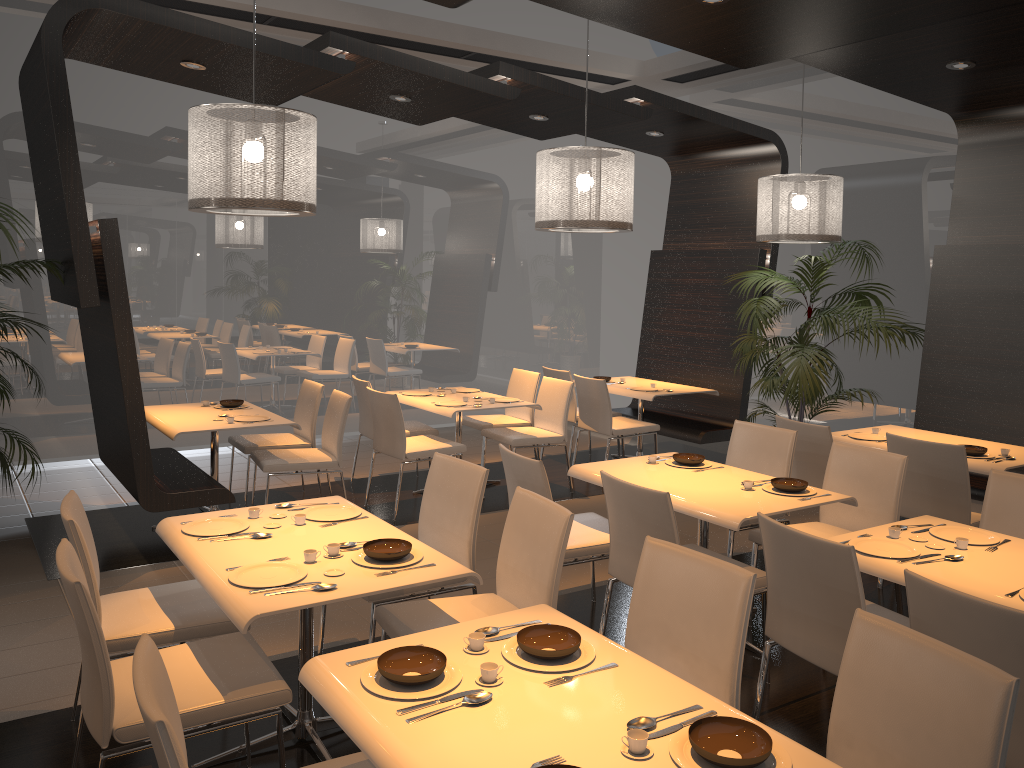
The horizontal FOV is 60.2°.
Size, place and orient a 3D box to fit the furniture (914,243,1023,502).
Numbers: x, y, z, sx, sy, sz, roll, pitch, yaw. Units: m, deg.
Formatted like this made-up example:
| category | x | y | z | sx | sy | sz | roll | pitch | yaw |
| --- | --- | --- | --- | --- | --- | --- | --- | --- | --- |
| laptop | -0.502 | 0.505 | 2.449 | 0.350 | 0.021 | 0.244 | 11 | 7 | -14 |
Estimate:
| category | x | y | z | sx | sy | sz | roll | pitch | yaw |
| --- | --- | --- | --- | --- | --- | --- | --- | --- | --- |
| furniture | 3.632 | -0.002 | 5.128 | 0.757 | 1.667 | 2.915 | -1 | 6 | -33 |

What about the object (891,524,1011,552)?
| category | x | y | z | sx | sy | sz | roll | pitch | yaw |
| --- | --- | --- | --- | --- | --- | --- | --- | --- | --- |
| object | 1.672 | 0.568 | 3.398 | 0.335 | 0.037 | 0.378 | -6 | 10 | -44 |

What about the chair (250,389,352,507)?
| category | x | y | z | sx | sy | sz | roll | pitch | yaw |
| --- | --- | --- | --- | --- | --- | --- | --- | --- | --- |
| chair | -1.404 | 0.504 | 5.931 | 0.605 | 0.866 | 0.486 | -1 | 4 | -26 |

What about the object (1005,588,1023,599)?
| category | x | y | z | sx | sy | sz | roll | pitch | yaw |
| --- | --- | --- | --- | --- | --- | --- | --- | --- | --- |
| object | 1.758 | 0.656 | 2.699 | 0.335 | 0.037 | 0.378 | -5 | 9 | -39 |

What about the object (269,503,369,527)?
| category | x | y | z | sx | sy | sz | roll | pitch | yaw |
| --- | --- | --- | --- | --- | --- | --- | --- | --- | --- |
| object | -0.791 | 0.503 | 3.550 | 0.335 | 0.037 | 0.378 | -6 | 10 | -44 |

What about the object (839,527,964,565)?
| category | x | y | z | sx | sy | sz | roll | pitch | yaw |
| --- | --- | --- | --- | --- | --- | --- | --- | --- | --- |
| object | 1.420 | 0.586 | 3.211 | 0.335 | 0.037 | 0.378 | -5 | 9 | -39 |

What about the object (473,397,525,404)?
| category | x | y | z | sx | sy | sz | roll | pitch | yaw |
| --- | --- | --- | --- | --- | --- | --- | --- | --- | --- |
| object | -0.126 | 0.109 | 6.847 | 0.335 | 0.037 | 0.378 | -6 | 10 | -44 |

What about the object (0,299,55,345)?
| category | x | y | z | sx | sy | sz | roll | pitch | yaw |
| --- | --- | --- | --- | --- | --- | --- | --- | --- | --- |
| object | -4.057 | -0.111 | 5.709 | 1.562 | 2.052 | 1.511 | 2 | 4 | 18 |

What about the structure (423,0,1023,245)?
| category | x | y | z | sx | sy | sz | roll | pitch | yaw |
| --- | --- | --- | --- | --- | --- | --- | --- | --- | --- |
| structure | -0.271 | -0.955 | 2.489 | 10.674 | 1.729 | 2.915 | -4 | 7 | -33 |

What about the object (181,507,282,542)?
| category | x | y | z | sx | sy | sz | roll | pitch | yaw |
| --- | --- | --- | --- | --- | --- | --- | --- | --- | --- |
| object | -1.048 | 0.527 | 3.319 | 0.335 | 0.037 | 0.378 | -5 | 9 | -39 |

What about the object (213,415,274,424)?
| category | x | y | z | sx | sy | sz | roll | pitch | yaw |
| --- | --- | --- | --- | --- | --- | --- | --- | --- | --- |
| object | -1.764 | 0.212 | 5.767 | 0.335 | 0.037 | 0.378 | -6 | 10 | -44 |

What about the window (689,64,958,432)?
| category | x | y | z | sx | sy | sz | roll | pitch | yaw |
| --- | --- | --- | --- | --- | --- | --- | --- | --- | --- |
| window | 3.799 | -1.195 | 7.743 | 0.070 | 3.962 | 6.612 | -1 | 6 | -33 |

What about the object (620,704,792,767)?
| category | x | y | z | sx | sy | sz | roll | pitch | yaw |
| --- | --- | --- | --- | --- | --- | --- | --- | --- | --- |
| object | 0.404 | 0.738 | 1.805 | 0.304 | 0.044 | 0.366 | -4 | 8 | -34 |

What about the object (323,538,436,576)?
| category | x | y | z | sx | sy | sz | roll | pitch | yaw |
| --- | --- | --- | --- | --- | --- | --- | --- | --- | --- |
| object | -0.464 | 0.571 | 3.021 | 0.304 | 0.044 | 0.366 | -4 | 8 | -34 |

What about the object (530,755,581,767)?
| category | x | y | z | sx | sy | sz | roll | pitch | yaw |
| --- | --- | --- | --- | --- | --- | --- | --- | --- | --- |
| object | 0.130 | 0.758 | 1.598 | 0.304 | 0.044 | 0.366 | -4 | 8 | -34 |

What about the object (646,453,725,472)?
| category | x | y | z | sx | sy | sz | roll | pitch | yaw |
| --- | --- | --- | --- | --- | --- | --- | --- | --- | --- |
| object | 0.885 | 0.398 | 4.633 | 0.304 | 0.044 | 0.366 | -4 | 8 | -34 |

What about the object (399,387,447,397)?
| category | x | y | z | sx | sy | sz | roll | pitch | yaw |
| --- | --- | --- | --- | --- | --- | --- | --- | --- | --- |
| object | -0.700 | 0.066 | 7.111 | 0.335 | 0.037 | 0.378 | -5 | 9 | -39 |

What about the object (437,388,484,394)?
| category | x | y | z | sx | sy | sz | roll | pitch | yaw |
| --- | --- | --- | --- | --- | --- | --- | --- | --- | --- |
| object | -0.452 | 0.039 | 7.369 | 0.335 | 0.037 | 0.378 | -6 | 10 | -44 |

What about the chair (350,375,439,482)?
| category | x | y | z | sx | sy | sz | roll | pitch | yaw |
| --- | --- | --- | --- | --- | --- | --- | --- | --- | --- |
| chair | -0.952 | 0.375 | 7.051 | 0.605 | 0.866 | 0.486 | -1 | 4 | -26 |

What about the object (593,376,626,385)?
| category | x | y | z | sx | sy | sz | roll | pitch | yaw |
| --- | --- | --- | --- | --- | --- | --- | --- | --- | --- |
| object | 0.875 | -0.040 | 8.181 | 0.304 | 0.044 | 0.366 | -4 | 8 | -34 |

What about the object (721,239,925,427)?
| category | x | y | z | sx | sy | sz | roll | pitch | yaw |
| --- | --- | --- | --- | --- | --- | --- | --- | --- | --- |
| object | 2.405 | -0.163 | 7.109 | 1.505 | 2.052 | 1.569 | 0 | 4 | -20 |

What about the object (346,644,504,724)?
| category | x | y | z | sx | sy | sz | roll | pitch | yaw |
| --- | --- | --- | --- | --- | --- | --- | --- | --- | --- |
| object | -0.201 | 0.687 | 2.122 | 0.304 | 0.044 | 0.366 | -4 | 8 | -34 |

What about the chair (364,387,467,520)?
| category | x | y | z | sx | sy | sz | roll | pitch | yaw |
| --- | --- | --- | --- | --- | --- | --- | --- | --- | --- |
| chair | -0.712 | 0.463 | 6.392 | 0.606 | 0.871 | 0.486 | -2 | 5 | -36 |

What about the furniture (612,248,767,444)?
| category | x | y | z | sx | sy | sz | roll | pitch | yaw |
| --- | --- | --- | --- | --- | --- | --- | --- | --- | --- |
| furniture | 1.538 | -0.422 | 8.221 | 0.757 | 1.669 | 1.408 | -1 | 5 | -33 |

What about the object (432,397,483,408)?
| category | x | y | z | sx | sy | sz | roll | pitch | yaw |
| --- | --- | --- | --- | --- | --- | --- | --- | --- | --- |
| object | -0.390 | 0.136 | 6.587 | 0.335 | 0.037 | 0.378 | -5 | 9 | -39 |

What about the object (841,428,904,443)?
| category | x | y | z | sx | sy | sz | roll | pitch | yaw |
| --- | --- | --- | --- | --- | --- | --- | --- | --- | --- |
| object | 2.291 | 0.320 | 5.505 | 0.335 | 0.037 | 0.378 | -5 | 9 | -39 |

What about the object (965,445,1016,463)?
| category | x | y | z | sx | sy | sz | roll | pitch | yaw |
| --- | --- | --- | --- | --- | --- | --- | --- | --- | --- |
| object | 2.648 | 0.383 | 5.020 | 0.304 | 0.044 | 0.366 | -4 | 8 | -34 |

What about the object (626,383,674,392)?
| category | x | y | z | sx | sy | sz | roll | pitch | yaw |
| --- | --- | --- | --- | --- | --- | --- | --- | --- | --- |
| object | 1.210 | 0.034 | 7.662 | 0.335 | 0.037 | 0.378 | -5 | 9 | -39 |

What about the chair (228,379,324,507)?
| category | x | y | z | sx | sy | sz | roll | pitch | yaw |
| --- | --- | --- | --- | --- | --- | --- | --- | --- | --- |
| chair | -1.717 | 0.432 | 6.486 | 0.605 | 0.871 | 0.486 | -1 | 4 | -31 |

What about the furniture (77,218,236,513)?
| category | x | y | z | sx | sy | sz | roll | pitch | yaw |
| --- | --- | --- | --- | --- | --- | --- | --- | --- | --- |
| furniture | -2.348 | -0.179 | 5.662 | 0.757 | 1.669 | 1.408 | -1 | 5 | -33 |

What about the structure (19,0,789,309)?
| category | x | y | z | sx | sy | sz | roll | pitch | yaw |
| --- | --- | --- | --- | --- | --- | --- | --- | --- | --- |
| structure | -0.392 | -1.494 | 6.882 | 5.940 | 1.721 | 1.408 | -3 | 6 | -33 |

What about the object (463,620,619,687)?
| category | x | y | z | sx | sy | sz | roll | pitch | yaw |
| --- | --- | --- | --- | --- | --- | --- | --- | --- | --- |
| object | 0.055 | 0.672 | 2.284 | 0.304 | 0.044 | 0.366 | -4 | 8 | -34 |

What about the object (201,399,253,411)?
| category | x | y | z | sx | sy | sz | roll | pitch | yaw |
| --- | --- | --- | --- | --- | --- | --- | --- | --- | --- |
| object | -2.028 | 0.141 | 6.279 | 0.304 | 0.044 | 0.366 | -4 | 8 | -34 |

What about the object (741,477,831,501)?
| category | x | y | z | sx | sy | sz | roll | pitch | yaw |
| --- | --- | --- | --- | --- | --- | --- | --- | --- | --- |
| object | 1.242 | 0.471 | 4.092 | 0.304 | 0.044 | 0.366 | -4 | 8 | -34 |

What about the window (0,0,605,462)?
| category | x | y | z | sx | sy | sz | roll | pitch | yaw |
| --- | --- | --- | --- | --- | --- | --- | --- | --- | --- |
| window | -1.543 | -1.432 | 8.854 | 6.586 | 3.964 | 0.070 | -3 | 4 | -33 |

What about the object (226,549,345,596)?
| category | x | y | z | sx | sy | sz | roll | pitch | yaw |
| --- | --- | --- | --- | --- | --- | --- | --- | --- | --- |
| object | -0.711 | 0.597 | 2.807 | 0.335 | 0.037 | 0.378 | -5 | 9 | -39 |

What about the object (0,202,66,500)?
| category | x | y | z | sx | sy | sz | roll | pitch | yaw |
| --- | --- | --- | --- | --- | --- | --- | --- | --- | --- |
| object | -3.277 | 0.000 | 4.926 | 1.563 | 2.052 | 1.510 | -2 | 5 | -40 |
